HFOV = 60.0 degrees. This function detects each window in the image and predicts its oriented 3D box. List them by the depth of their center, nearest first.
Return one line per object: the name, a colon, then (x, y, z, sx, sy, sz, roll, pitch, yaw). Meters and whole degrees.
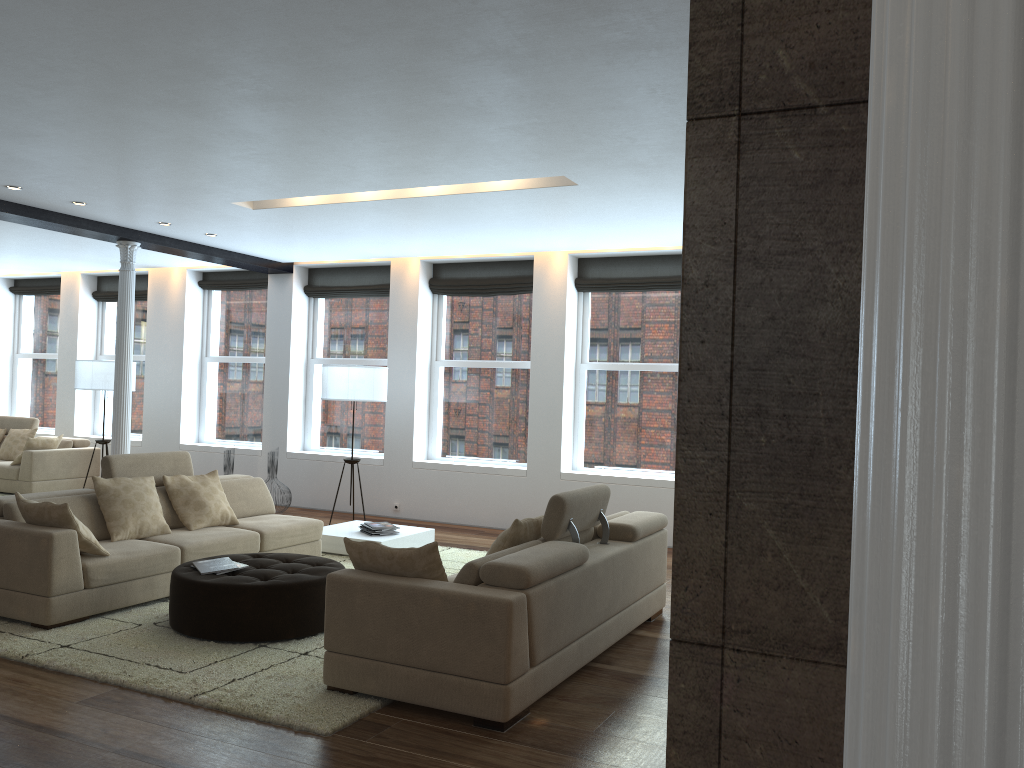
window: (1.356, -0.157, 9.426, 1.443, 2.400, 0.123, 2, -1, 26)
window: (-0.305, -0.205, 10.220, 1.442, 2.400, 0.123, 2, -1, 26)
window: (-1.962, -0.252, 11.013, 1.432, 2.400, 0.123, 2, -1, 26)
window: (-3.595, -0.299, 11.794, 1.391, 2.400, 0.123, 2, -1, 26)
window: (-5.460, -0.353, 12.686, 1.345, 2.400, 0.123, 2, -1, 26)
window: (-7.079, -0.400, 13.460, 1.444, 2.400, 0.123, 2, -1, 26)

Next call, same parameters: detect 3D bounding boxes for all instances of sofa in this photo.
sofa: (0.085, 1.079, 5.246, 1.021, 0.950, 2.581, 2, -1, 26)
sofa: (-2.573, 1.002, 6.517, 1.021, 0.950, 2.581, 2, -1, 26)
sofa: (-6.811, 0.917, 11.839, 2.581, 0.950, 1.018, 2, -1, 26)

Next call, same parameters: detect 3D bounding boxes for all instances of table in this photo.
table: (-1.332, 1.434, 8.182, 0.900, 0.170, 0.900, 2, -1, 26)

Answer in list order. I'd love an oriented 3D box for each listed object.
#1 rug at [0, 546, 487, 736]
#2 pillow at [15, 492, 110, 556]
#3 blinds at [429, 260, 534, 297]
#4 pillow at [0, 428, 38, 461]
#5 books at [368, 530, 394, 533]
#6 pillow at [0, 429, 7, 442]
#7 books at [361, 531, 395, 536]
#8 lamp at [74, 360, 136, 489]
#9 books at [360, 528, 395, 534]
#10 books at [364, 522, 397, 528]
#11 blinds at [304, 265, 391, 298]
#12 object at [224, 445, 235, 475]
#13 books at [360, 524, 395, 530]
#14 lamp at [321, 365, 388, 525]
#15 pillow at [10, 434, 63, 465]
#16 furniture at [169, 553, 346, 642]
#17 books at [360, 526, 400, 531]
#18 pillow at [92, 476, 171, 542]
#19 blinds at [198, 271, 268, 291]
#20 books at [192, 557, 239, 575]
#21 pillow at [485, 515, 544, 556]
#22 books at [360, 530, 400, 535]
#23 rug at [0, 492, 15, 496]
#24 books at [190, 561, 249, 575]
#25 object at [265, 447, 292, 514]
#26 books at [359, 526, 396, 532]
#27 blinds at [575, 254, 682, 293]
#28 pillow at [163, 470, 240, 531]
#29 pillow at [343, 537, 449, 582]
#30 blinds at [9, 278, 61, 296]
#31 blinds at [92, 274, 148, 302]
rug: (-1.218, 1.511, 6.334, 2.972, 0.020, 4.231, 2, -1, 26)
pillow: (-2.804, 0.875, 5.507, 0.518, 0.393, 0.395, 2, -1, 29)
blinds: (-0.296, -1.213, 10.175, 1.439, 0.424, 0.156, 2, -1, 26)
pillow: (-6.572, 0.795, 11.742, 0.534, 0.439, 0.301, 2, -1, 22)
books: (-1.197, 1.318, 8.043, 0.220, 0.010, 0.300, 2, -1, -14)
pillow: (-7.142, 0.789, 11.999, 0.519, 0.416, 0.368, 2, -1, 21)
books: (-1.220, 1.346, 8.030, 0.220, 0.010, 0.300, 2, -1, -29)
lamp: (-5.124, 0.574, 11.126, 0.698, 1.728, 0.698, 3, -1, -41)
books: (-1.220, 1.327, 8.030, 0.220, 0.010, 0.300, 2, -1, -29)
books: (-1.196, 1.279, 8.043, 0.220, 0.010, 0.300, 2, -1, -24)
blinds: (-1.961, -1.268, 10.954, 1.431, 0.395, 0.183, 2, -1, 26)
object: (-3.315, 1.105, 10.362, 0.458, 0.781, 0.458, 2, -1, 25)
books: (-1.218, 1.288, 8.031, 0.220, 0.010, 0.300, 2, -1, -29)
lamp: (-1.707, 0.673, 9.492, 0.698, 1.728, 0.698, 3, -1, -41)
pillow: (-5.990, 0.830, 11.199, 0.395, 0.393, 0.518, 2, -1, 22)
furniture: (-1.571, 1.304, 5.530, 1.057, 0.355, 1.057, 2, -1, 27)
books: (-1.197, 1.299, 8.043, 0.300, 0.010, 0.220, 1, -1, 41)
pillow: (-2.690, 0.866, 6.296, 0.301, 0.439, 0.534, 2, -1, 29)
blinds: (-3.586, -1.374, 11.750, 1.396, 0.275, 0.156, 2, -1, 26)
books: (-1.813, 1.109, 5.415, 0.220, 0.040, 0.301, 2, -1, -30)
pillow: (-0.008, 0.943, 5.013, 0.301, 0.439, 0.534, 2, -1, 22)
books: (-1.198, 1.337, 8.043, 0.220, 0.010, 0.300, 3, -1, -44)
rug: (-7.390, 1.350, 10.700, 4.231, 0.020, 2.972, 2, -1, 26)
books: (-1.791, 1.117, 5.428, 0.300, 0.031, 0.219, 1, -1, 41)
object: (-2.801, 1.122, 10.357, 0.458, 0.781, 0.458, 2, -1, 25)
books: (-1.219, 1.307, 8.031, 0.220, 0.010, 0.300, 2, -1, -39)
blinds: (1.364, -1.173, 9.381, 1.442, 0.393, 0.156, 2, -1, 26)
pillow: (-2.410, 0.892, 6.853, 0.368, 0.416, 0.519, 2, -1, 30)
pillow: (-0.551, 0.940, 4.429, 0.518, 0.393, 0.395, 2, -1, 22)
blinds: (-7.067, -1.475, 13.415, 1.442, 0.275, 0.156, 2, -1, 26)
blinds: (-5.453, -1.369, 12.642, 1.342, 0.393, 0.156, 2, -1, 26)
